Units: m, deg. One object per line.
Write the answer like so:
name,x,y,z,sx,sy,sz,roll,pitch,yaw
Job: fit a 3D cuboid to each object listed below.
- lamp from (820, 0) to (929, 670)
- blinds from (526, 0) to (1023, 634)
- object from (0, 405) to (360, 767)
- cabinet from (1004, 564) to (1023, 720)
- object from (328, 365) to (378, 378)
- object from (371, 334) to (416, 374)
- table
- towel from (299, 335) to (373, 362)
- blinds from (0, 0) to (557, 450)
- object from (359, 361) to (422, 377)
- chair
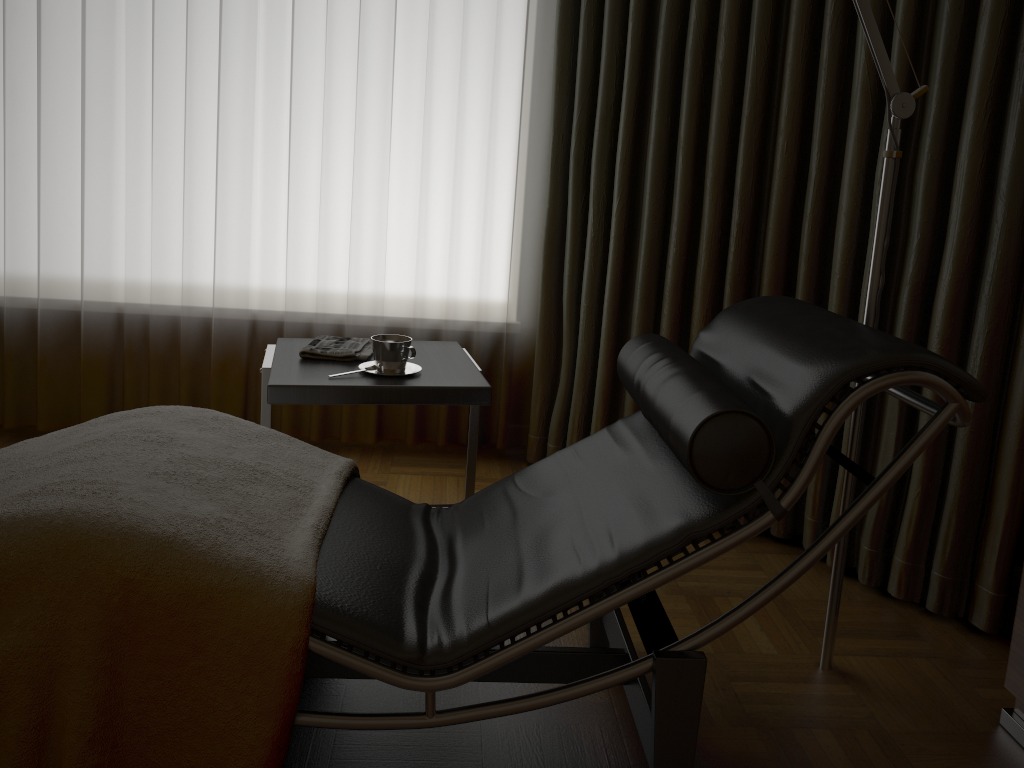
lamp,0.090,-0.298,1.548,1.414,1.939,0.458,4,9,-1
blinds,0.699,-0.778,2.426,1.547,2.418,0.225,13,12,40
object,-0.757,0.351,1.531,0.908,0.513,0.933,3,13,-4
cabinet,1.237,0.430,0.845,0.415,0.848,1.703,3,13,-4
object,-0.366,-0.031,2.041,0.124,0.019,0.030,-6,15,-35
object,-0.282,-0.070,2.104,0.110,0.077,0.099,3,12,-3
table,-0.344,-0.038,2.220,0.499,0.044,0.526,1,14,-13
towel,-0.444,-0.093,2.283,0.178,0.035,0.245,4,14,-1
blinds,-0.921,-0.933,2.882,2.195,2.259,0.094,3,9,-4
object,-0.291,-0.035,2.109,0.150,0.009,0.152,4,14,1
chair,-0.219,0.235,1.531,1.787,0.786,0.646,3,11,-4
